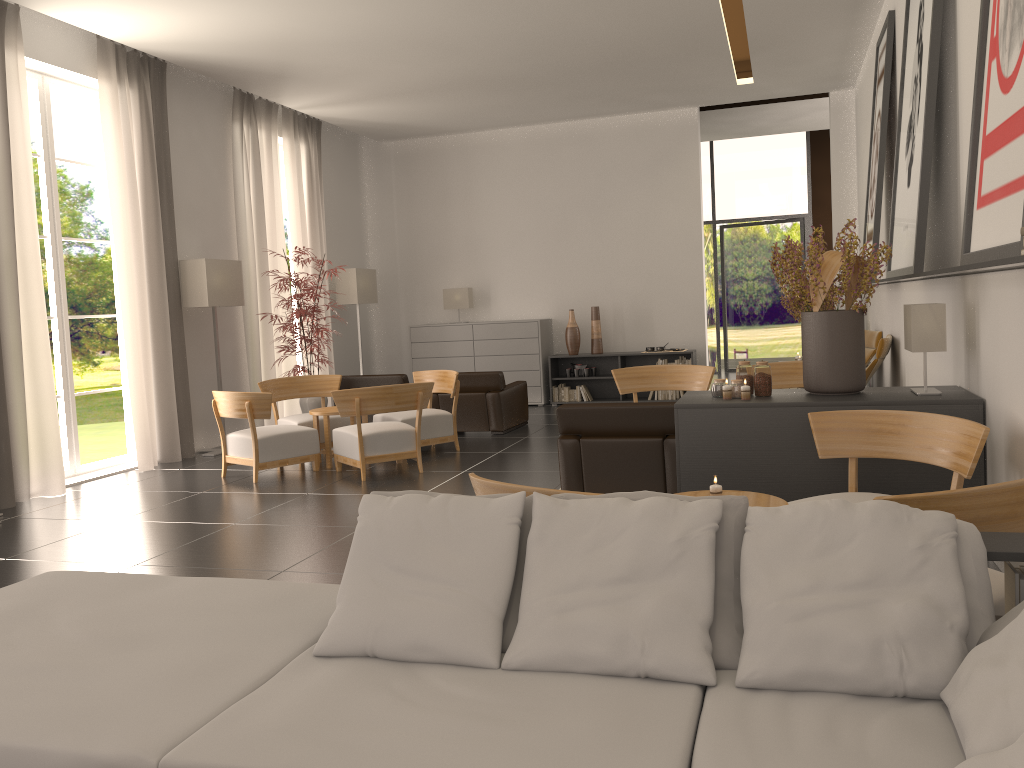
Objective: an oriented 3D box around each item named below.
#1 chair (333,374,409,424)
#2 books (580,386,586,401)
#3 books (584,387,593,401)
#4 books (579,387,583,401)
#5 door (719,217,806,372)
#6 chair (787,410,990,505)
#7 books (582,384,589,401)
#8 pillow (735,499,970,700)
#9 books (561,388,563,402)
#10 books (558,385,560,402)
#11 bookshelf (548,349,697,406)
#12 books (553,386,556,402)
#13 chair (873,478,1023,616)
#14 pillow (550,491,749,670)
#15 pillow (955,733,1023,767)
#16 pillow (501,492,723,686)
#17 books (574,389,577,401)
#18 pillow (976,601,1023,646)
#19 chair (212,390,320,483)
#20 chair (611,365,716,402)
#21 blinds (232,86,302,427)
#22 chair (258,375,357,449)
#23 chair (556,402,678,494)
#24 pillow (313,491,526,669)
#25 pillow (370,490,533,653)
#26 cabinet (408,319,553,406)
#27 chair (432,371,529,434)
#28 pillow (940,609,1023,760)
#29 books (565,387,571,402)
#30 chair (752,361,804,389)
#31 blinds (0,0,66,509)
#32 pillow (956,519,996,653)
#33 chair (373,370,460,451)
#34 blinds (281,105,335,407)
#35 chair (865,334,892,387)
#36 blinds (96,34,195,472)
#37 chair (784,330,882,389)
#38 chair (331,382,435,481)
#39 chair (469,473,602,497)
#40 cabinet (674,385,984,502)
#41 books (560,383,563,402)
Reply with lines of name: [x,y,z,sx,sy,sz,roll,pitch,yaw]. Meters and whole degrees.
chair: [-2.349,0.324,16.419,1.537,1.074,1.502,-2,5,17]
books: [1.562,0.206,19.195,0.130,0.322,0.252,-2,4,17]
books: [1.655,0.219,19.168,0.142,0.289,0.252,-2,4,17]
books: [1.495,0.214,19.223,0.017,0.305,0.239,-2,4,17]
door: [7.138,-2.464,25.187,2.377,4.264,0.100,0,4,32]
chair: [2.527,0.861,6.308,1.152,1.225,1.452,-6,5,-33]
books: [1.599,0.188,19.191,0.138,0.354,0.236,-2,4,17]
pillow: [1.241,0.759,3.257,0.797,0.580,0.626,-1,5,18]
books: [1.116,0.224,19.353,0.017,0.302,0.215,-2,4,17]
books: [1.057,0.198,19.371,0.039,0.357,0.210,-2,4,17]
bookshelf: [2.392,-0.131,19.107,3.080,1.078,0.741,-1,4,17]
books: [0.934,0.212,19.387,0.022,0.338,0.253,-2,4,17]
chair: [2.162,1.019,4.646,1.453,1.225,1.151,-5,5,-28]
pillow: [0.514,0.777,3.616,0.919,0.591,0.558,-2,4,17]
pillow: [1.344,0.877,1.920,0.590,0.561,0.804,-2,5,12]
pillow: [0.412,0.774,3.503,0.801,0.594,0.596,-1,4,18]
books: [1.397,0.242,19.293,0.054,0.249,0.167,-2,4,17]
pillow: [1.818,0.732,2.766,0.643,0.657,0.884,-2,5,17]
chair: [-3.456,0.654,12.351,1.452,1.225,1.152,1,6,42]
chair: [2.041,0.388,12.105,1.451,1.225,1.152,-2,4,17]
blinds: [-4.667,-2.263,16.718,0.414,6.424,1.552,-1,4,21]
chair: [-3.161,0.503,13.981,1.453,1.225,1.151,-6,5,-38]
chair: [1.348,0.687,9.886,1.537,1.074,1.502,-2,5,17]
pillow: [-0.366,0.791,3.741,0.801,0.598,0.586,-2,4,17]
pillow: [-0.321,0.798,3.876,0.919,0.576,0.550,-1,4,17]
cabinet: [-0.673,-0.467,20.147,3.080,1.874,1.042,-1,4,17]
chair: [-0.642,0.282,15.893,1.537,1.074,1.502,-2,5,17]
pillow: [1.580,0.785,2.538,0.587,0.595,0.820,-2,5,18]
books: [1.225,0.218,19.304,0.054,0.311,0.244,-2,4,17]
chair: [3.818,0.345,11.558,1.451,1.225,1.152,-2,4,17]
blinds: [-6.434,-1.688,10.933,0.414,6.424,1.552,-1,4,21]
pillow: [1.358,0.795,3.378,0.918,0.510,0.616,-1,5,19]
chair: [-1.443,0.437,13.731,1.152,1.225,1.452,-6,5,-33]
blinds: [-4.172,-2.424,18.333,0.417,6.424,1.552,-2,4,13]
chair: [4.295,0.071,13.081,2.421,1.484,1.301,-1,5,27]
blinds: [-5.607,-1.957,13.634,0.417,6.424,1.552,-2,4,13]
chair: [4.836,-0.105,14.851,2.421,1.484,1.301,-2,4,7]
chair: [-1.808,0.595,12.069,1.453,1.225,1.151,-5,5,-28]
chair: [0.514,1.078,4.928,1.452,1.225,1.152,1,6,42]
cabinet: [2.740,0.710,7.875,2.400,1.238,1.122,-1,4,17]
books: [1.089,0.183,19.355,0.029,0.385,0.220,-2,4,17]
